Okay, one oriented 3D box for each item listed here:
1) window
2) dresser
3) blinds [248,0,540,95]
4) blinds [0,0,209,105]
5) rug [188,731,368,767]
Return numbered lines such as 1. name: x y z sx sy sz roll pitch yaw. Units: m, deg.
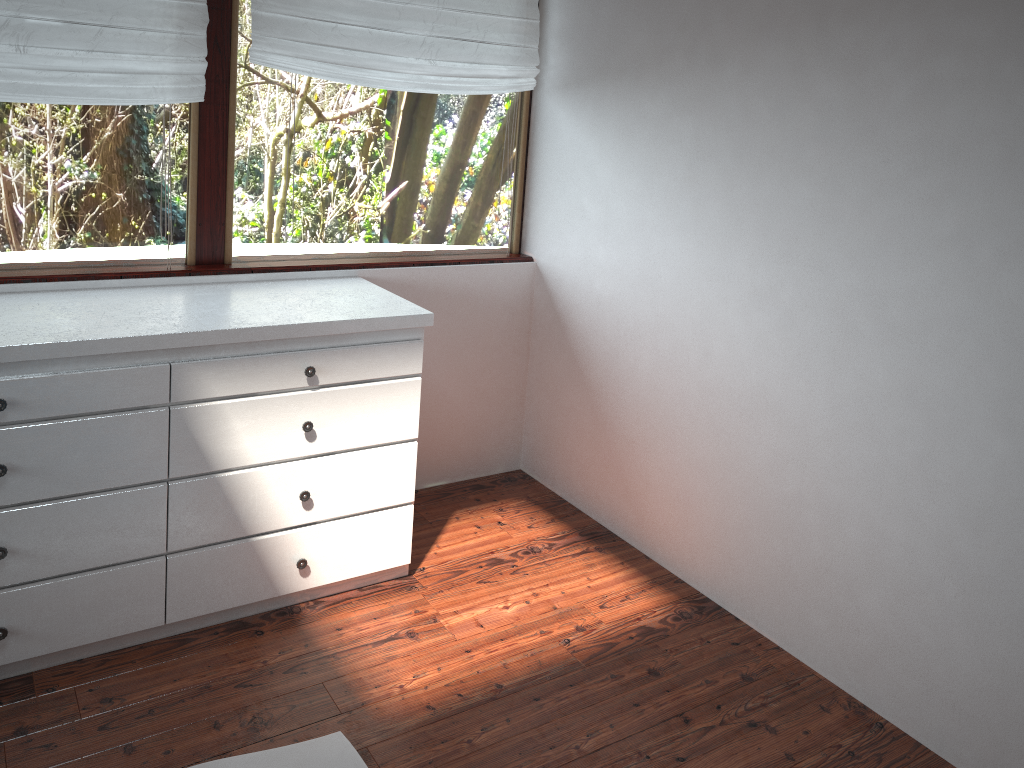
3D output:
1. window: 1.591 -0.693 1.513 8.343 1.876 5.436 -7 20 -33
2. dresser: -1.729 0.294 2.151 3.132 0.856 0.633 -7 15 -33
3. blinds: -0.349 -1.337 3.211 1.226 0.508 0.055 -7 12 -33
4. blinds: -1.484 -1.127 2.477 1.232 0.627 0.055 -6 12 -33
5. rug: -0.428 1.326 0.540 1.810 0.047 2.799 -7 21 -32
